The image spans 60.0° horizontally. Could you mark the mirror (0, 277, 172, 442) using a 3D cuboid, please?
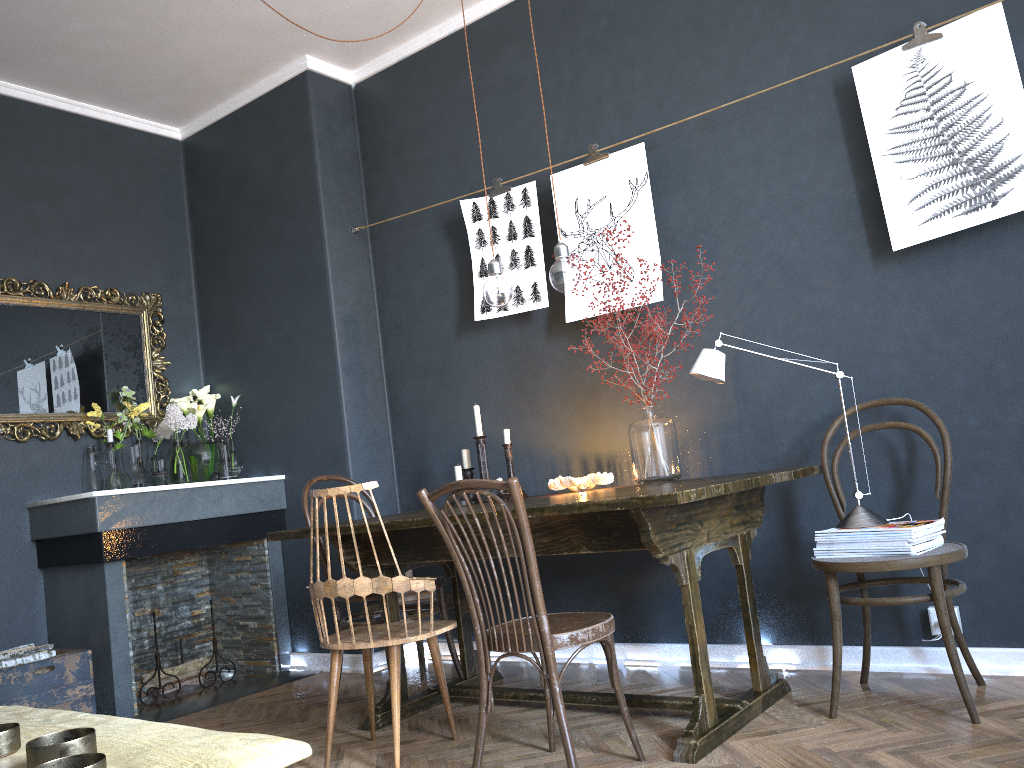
[{"bbox_3d":[-2.156,-0.114,4.326,0.067,0.783,1.057,-11,-7,36],"label":"mirror"}]

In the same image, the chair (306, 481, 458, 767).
[{"bbox_3d":[-0.425,0.742,2.811,0.456,0.855,0.384,-9,-6,22],"label":"chair"}]

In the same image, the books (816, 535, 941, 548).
[{"bbox_3d":[1.120,0.482,2.713,0.218,0.008,0.289,-2,-8,-40],"label":"books"}]

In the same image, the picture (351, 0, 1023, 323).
[{"bbox_3d":[1.002,-0.779,3.131,4.463,0.770,0.058,-12,-7,36],"label":"picture"}]

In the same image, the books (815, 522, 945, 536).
[{"bbox_3d":[1.122,0.443,2.712,0.218,0.008,0.305,-2,-8,-41],"label":"books"}]

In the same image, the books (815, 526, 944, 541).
[{"bbox_3d":[1.119,0.458,2.707,0.218,0.008,0.305,-1,-8,-42],"label":"books"}]

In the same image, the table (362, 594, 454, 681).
[{"bbox_3d":[-0.425,1.144,4.040,0.370,0.317,0.364,-11,-7,36],"label":"table"}]

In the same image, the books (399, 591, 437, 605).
[{"bbox_3d":[-0.456,0.984,4.067,0.219,0.013,0.273,-6,-6,-7],"label":"books"}]

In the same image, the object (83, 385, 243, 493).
[{"bbox_3d":[-1.726,0.250,4.457,0.475,0.546,0.727,-12,-7,39],"label":"object"}]

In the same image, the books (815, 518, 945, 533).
[{"bbox_3d":[1.121,0.435,2.711,0.218,0.013,0.305,-2,-8,-41],"label":"books"}]

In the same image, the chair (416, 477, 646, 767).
[{"bbox_3d":[0.060,0.648,2.378,0.363,0.818,0.467,-11,-7,36],"label":"chair"}]

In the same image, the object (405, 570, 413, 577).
[{"bbox_3d":[-0.472,0.866,4.060,0.074,0.173,0.075,-6,-5,-8],"label":"object"}]

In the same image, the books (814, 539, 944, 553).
[{"bbox_3d":[1.118,0.495,2.708,0.218,0.008,0.305,-2,-8,-41],"label":"books"}]

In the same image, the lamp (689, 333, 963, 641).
[{"bbox_3d":[1.029,0.325,2.837,0.800,1.068,0.242,-6,-5,-9],"label":"lamp"}]

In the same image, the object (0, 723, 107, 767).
[{"bbox_3d":[-0.526,0.417,0.996,0.103,0.033,0.369,-1,-8,-43],"label":"object"}]

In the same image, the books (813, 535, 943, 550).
[{"bbox_3d":[1.115,0.488,2.709,0.218,0.013,0.305,-2,-8,-41],"label":"books"}]

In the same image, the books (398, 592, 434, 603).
[{"bbox_3d":[-0.471,0.966,4.055,0.207,0.024,0.263,-6,-6,-10],"label":"books"}]

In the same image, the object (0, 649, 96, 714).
[{"bbox_3d":[-2.037,1.293,3.635,0.553,0.325,0.383,-11,-7,36],"label":"object"}]

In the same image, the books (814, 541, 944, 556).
[{"bbox_3d":[1.118,0.503,2.709,0.218,0.007,0.305,-2,-8,-41],"label":"books"}]

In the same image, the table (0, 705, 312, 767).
[{"bbox_3d":[-0.580,0.725,1.071,0.789,0.549,0.339,-11,-7,36],"label":"table"}]

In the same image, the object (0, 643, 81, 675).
[{"bbox_3d":[-2.044,1.218,3.646,0.534,0.246,0.370,-12,-7,36],"label":"object"}]

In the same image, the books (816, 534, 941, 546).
[{"bbox_3d":[1.120,0.477,2.714,0.218,0.008,0.289,-2,-8,-40],"label":"books"}]

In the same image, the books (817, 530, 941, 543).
[{"bbox_3d":[1.119,0.465,2.709,0.218,0.008,0.289,-2,-8,-42],"label":"books"}]

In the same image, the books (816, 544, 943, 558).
[{"bbox_3d":[1.120,0.510,2.707,0.305,0.008,0.218,-13,-8,43],"label":"books"}]

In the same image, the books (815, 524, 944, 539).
[{"bbox_3d":[1.120,0.451,2.709,0.218,0.008,0.305,-1,-8,-42],"label":"books"}]

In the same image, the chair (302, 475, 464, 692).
[{"bbox_3d":[-0.525,0.797,3.556,0.550,0.919,0.438,-12,-7,39],"label":"chair"}]

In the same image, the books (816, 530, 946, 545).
[{"bbox_3d":[1.125,0.469,2.709,0.218,0.006,0.305,-2,-8,-41],"label":"books"}]

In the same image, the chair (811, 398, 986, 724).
[{"bbox_3d":[1.161,0.498,2.724,0.438,0.919,0.549,-11,-7,34],"label":"chair"}]

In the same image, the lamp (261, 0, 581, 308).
[{"bbox_3d":[-0.574,-1.048,2.855,1.590,1.572,0.584,-5,-6,-22],"label":"lamp"}]

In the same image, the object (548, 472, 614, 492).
[{"bbox_3d":[0.267,0.382,3.438,0.254,0.072,0.252,-13,-8,43],"label":"object"}]

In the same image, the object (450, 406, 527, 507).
[{"bbox_3d":[-0.133,0.287,3.711,0.369,0.419,0.223,-11,-7,37],"label":"object"}]

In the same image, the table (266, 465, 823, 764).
[{"bbox_3d":[0.152,0.757,3.048,1.606,0.726,1.126,-11,-7,36],"label":"table"}]

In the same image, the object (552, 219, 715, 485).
[{"bbox_3d":[0.498,-0.090,3.352,0.557,0.929,0.639,-8,-6,7],"label":"object"}]

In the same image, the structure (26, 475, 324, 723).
[{"bbox_3d":[-1.573,0.976,4.202,0.835,0.979,1.065,-11,-7,36],"label":"structure"}]
